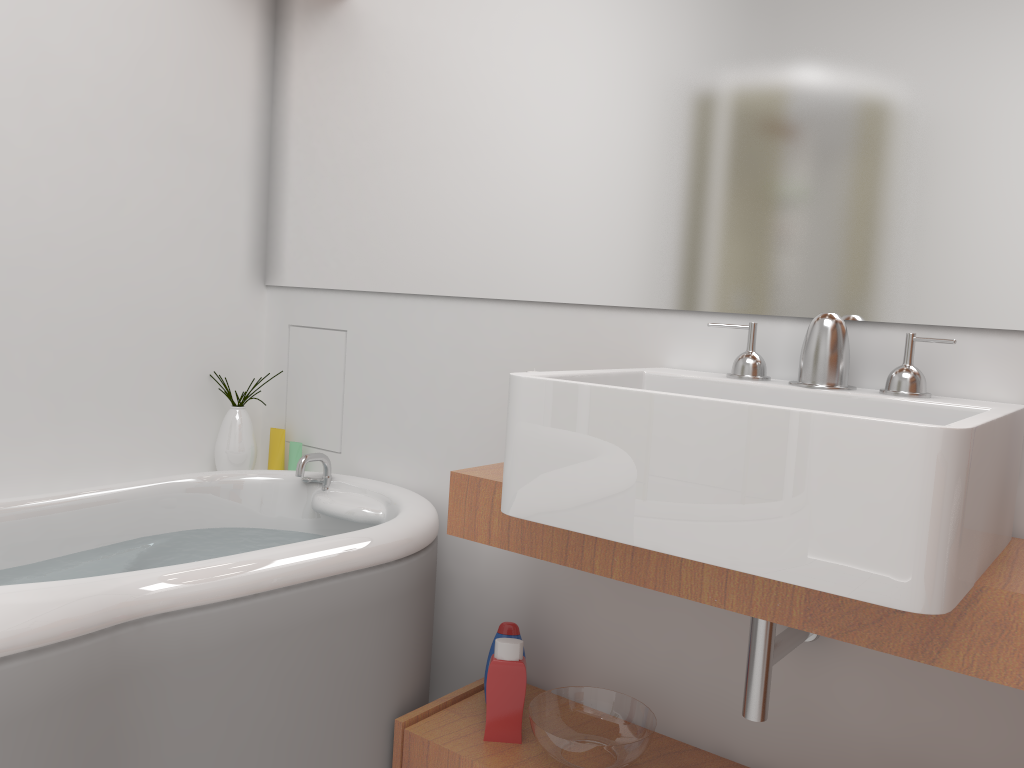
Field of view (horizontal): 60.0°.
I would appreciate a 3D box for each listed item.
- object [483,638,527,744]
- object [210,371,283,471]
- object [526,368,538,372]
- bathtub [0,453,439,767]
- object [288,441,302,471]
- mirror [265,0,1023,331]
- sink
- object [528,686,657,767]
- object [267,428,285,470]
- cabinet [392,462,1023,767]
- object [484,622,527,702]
[{"bbox_3d":[-0.012,0.611,1.767,0.079,0.207,0.046,4,5,2],"label":"object"},{"bbox_3d":[-0.741,0.123,2.427,0.215,0.326,0.154,2,5,-22],"label":"object"},{"bbox_3d":[0.060,0.074,1.724,0.059,0.203,0.182,2,5,-23],"label":"object"},{"bbox_3d":[-0.894,0.518,1.582,1.055,0.674,1.863,7,6,36],"label":"bathtub"},{"bbox_3d":[-0.603,0.227,2.462,0.038,0.133,0.038,2,5,-20],"label":"object"},{"bbox_3d":[0.343,-0.593,1.765,2.600,0.887,0.022,7,6,36],"label":"mirror"},{"bbox_3d":[0.392,0.216,1.417,0.657,0.673,0.552,7,6,36],"label":"sink"},{"bbox_3d":[0.151,0.679,1.711,0.245,0.090,0.245,4,5,8],"label":"object"},{"bbox_3d":[-0.666,0.206,2.509,0.047,0.162,0.047,1,6,-27],"label":"object"},{"bbox_3d":[0.533,0.592,1.438,1.635,0.719,0.355,7,6,36],"label":"cabinet"},{"bbox_3d":[-0.012,0.606,1.912,0.092,0.190,0.044,4,5,4],"label":"object"}]
